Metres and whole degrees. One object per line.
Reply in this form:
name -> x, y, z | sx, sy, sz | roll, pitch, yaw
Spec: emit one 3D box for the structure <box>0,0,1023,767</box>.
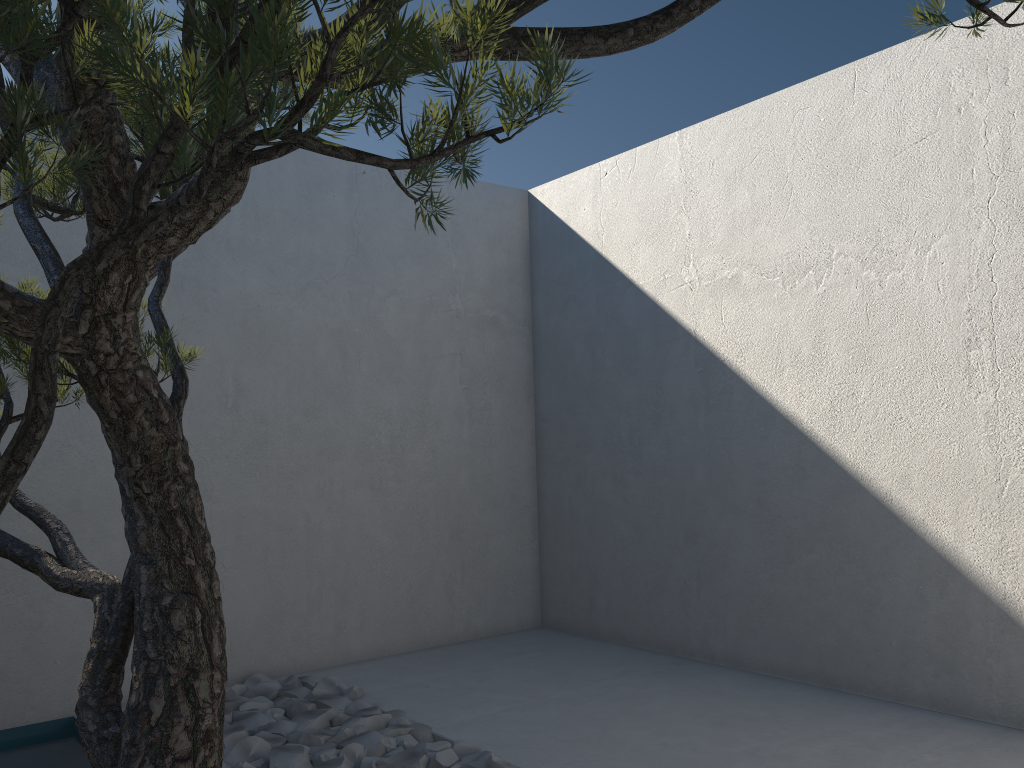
structure -> -0.744, -0.262, 1.009 | 2.586, 3.466, 2.525 | 0, -2, -45
